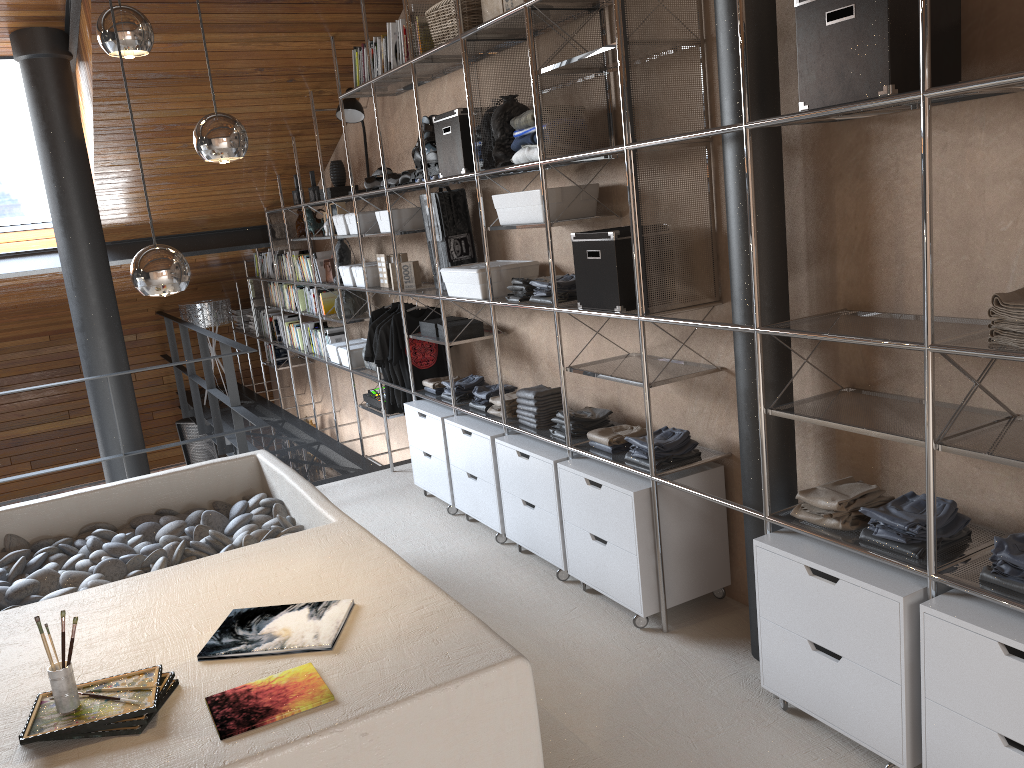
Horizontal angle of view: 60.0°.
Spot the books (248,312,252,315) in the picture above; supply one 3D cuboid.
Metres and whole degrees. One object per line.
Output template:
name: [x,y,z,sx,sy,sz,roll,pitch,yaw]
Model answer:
books: [-2.543,-0.728,8.972,0.231,0.012,0.159,-11,12,-22]

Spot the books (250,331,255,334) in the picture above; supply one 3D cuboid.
books: [-2.525,-0.543,9.011,0.234,0.016,0.182,-12,13,-27]

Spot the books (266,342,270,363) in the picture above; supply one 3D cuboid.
books: [-2.279,-0.330,8.564,0.161,0.223,0.017,-12,13,-27]

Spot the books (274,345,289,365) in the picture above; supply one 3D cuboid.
books: [-2.163,-0.280,8.336,0.138,0.191,0.049,-12,13,-27]

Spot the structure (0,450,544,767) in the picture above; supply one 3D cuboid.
structure: [-2.569,0.927,2.196,4.614,1.120,2.634,-12,13,-27]

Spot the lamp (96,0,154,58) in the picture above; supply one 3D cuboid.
lamp: [-1.115,-1.486,2.317,0.146,1.204,0.146,-6,11,3]

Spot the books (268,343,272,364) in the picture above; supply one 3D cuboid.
books: [-2.260,-0.302,8.478,0.111,0.198,0.008,-12,13,-27]

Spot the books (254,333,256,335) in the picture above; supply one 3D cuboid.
books: [-2.401,-0.503,8.750,0.252,0.016,0.182,-11,12,-21]

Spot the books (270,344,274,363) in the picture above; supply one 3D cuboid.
books: [-2.213,-0.309,8.443,0.155,0.215,0.055,-12,13,-27]

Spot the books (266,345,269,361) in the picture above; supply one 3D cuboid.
books: [-2.311,-0.306,8.591,0.119,0.171,0.014,-12,13,-27]

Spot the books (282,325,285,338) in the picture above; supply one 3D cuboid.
books: [-1.964,-0.448,7.865,0.119,0.171,0.044,-12,13,-27]

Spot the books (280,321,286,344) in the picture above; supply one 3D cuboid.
books: [-1.980,-0.465,7.884,0.127,0.200,0.046,-12,13,-27]

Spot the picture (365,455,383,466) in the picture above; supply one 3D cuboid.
picture: [-1.081,1.053,7.284,0.090,0.863,0.530,-12,13,-27]

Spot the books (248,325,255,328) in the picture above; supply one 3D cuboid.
books: [-2.522,-0.600,8.991,0.240,0.028,0.180,-15,14,-37]

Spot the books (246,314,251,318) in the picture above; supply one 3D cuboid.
books: [-2.533,-0.709,8.969,0.268,0.025,0.176,-12,13,-27]

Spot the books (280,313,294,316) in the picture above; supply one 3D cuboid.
books: [-2.033,-0.516,8.075,0.143,0.236,0.062,-12,13,-27]

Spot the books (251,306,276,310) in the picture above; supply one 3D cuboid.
books: [-2.421,-0.754,8.689,0.228,0.016,0.182,-12,13,-27]

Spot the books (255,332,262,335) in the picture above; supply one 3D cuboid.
books: [-2.391,-0.517,8.735,0.247,0.016,0.182,-12,13,-27]

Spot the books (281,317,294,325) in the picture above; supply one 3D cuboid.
books: [-1.938,-0.481,7.875,0.177,0.217,0.046,-12,13,-27]

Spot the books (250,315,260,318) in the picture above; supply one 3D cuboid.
books: [-2.411,-0.680,8.704,0.288,0.025,0.175,-11,12,-21]

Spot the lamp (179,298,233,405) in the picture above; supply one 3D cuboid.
lamp: [-2.947,-0.319,8.740,0.475,1.001,0.475,-7,11,-4]

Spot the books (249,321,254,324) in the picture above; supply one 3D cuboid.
books: [-2.513,-0.637,8.972,0.234,0.016,0.182,-15,14,-37]

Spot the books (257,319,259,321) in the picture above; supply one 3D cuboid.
books: [-2.395,-0.649,8.714,0.225,0.017,0.167,-12,13,-27]

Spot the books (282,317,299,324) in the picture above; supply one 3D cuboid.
books: [-1.934,-0.473,7.842,0.161,0.222,0.055,-12,13,-27]

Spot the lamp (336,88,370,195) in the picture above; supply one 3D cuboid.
lamp: [-0.986,-1.542,5.648,0.233,0.660,0.323,-1,13,25]

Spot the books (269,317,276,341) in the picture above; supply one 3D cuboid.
books: [-2.159,-0.517,8.189,0.137,0.215,0.014,-12,13,-27]

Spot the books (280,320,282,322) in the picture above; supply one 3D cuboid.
books: [-1.966,-0.482,7.914,0.171,0.218,0.047,-12,13,-27]

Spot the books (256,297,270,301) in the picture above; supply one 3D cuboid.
books: [-2.433,-0.837,8.702,0.228,0.016,0.182,-12,13,-27]

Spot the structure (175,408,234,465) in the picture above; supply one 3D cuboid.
structure: [-3.205,0.655,9.506,0.461,0.735,0.488,-2,12,22]

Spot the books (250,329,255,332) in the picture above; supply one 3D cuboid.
books: [-2.514,-0.558,8.997,0.234,0.016,0.182,-14,14,-32]

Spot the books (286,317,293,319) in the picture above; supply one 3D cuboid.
books: [-1.971,-0.483,7.922,0.164,0.217,0.048,-12,13,-27]

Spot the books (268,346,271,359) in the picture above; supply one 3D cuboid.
books: [-2.262,-0.320,8.489,0.122,0.230,0.017,-12,13,-27]

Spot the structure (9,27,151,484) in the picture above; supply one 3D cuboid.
structure: [-2.466,0.642,5.751,1.197,5.698,1.689,-12,13,-27]

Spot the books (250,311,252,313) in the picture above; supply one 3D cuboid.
books: [-2.529,-0.744,8.973,0.206,0.012,0.161,-12,13,-27]

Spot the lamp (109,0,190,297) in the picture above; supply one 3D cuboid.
lamp: [-1.002,-1.092,2.145,0.146,1.771,0.146,-7,11,-2]

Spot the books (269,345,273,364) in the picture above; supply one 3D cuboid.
books: [-2.252,-0.291,8.473,0.112,0.177,0.009,-12,13,-27]

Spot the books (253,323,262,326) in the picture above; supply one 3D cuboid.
books: [-2.403,-0.601,8.720,0.258,0.028,0.180,-11,12,-21]

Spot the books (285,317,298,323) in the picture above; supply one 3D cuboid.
books: [-1.918,-0.463,7.768,0.122,0.229,0.057,-12,13,-27]

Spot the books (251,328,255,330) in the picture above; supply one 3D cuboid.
books: [-2.517,-0.577,8.998,0.222,0.021,0.174,-12,13,-27]

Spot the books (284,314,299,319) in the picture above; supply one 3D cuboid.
books: [-1.966,-0.503,7.982,0.148,0.232,0.053,-12,13,-27]

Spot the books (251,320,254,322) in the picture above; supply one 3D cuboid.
books: [-2.513,-0.657,8.985,0.213,0.017,0.167,-14,14,-32]

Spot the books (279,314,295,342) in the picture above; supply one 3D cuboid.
books: [-2.009,-0.502,7.999,0.148,0.232,0.053,-12,13,-27]

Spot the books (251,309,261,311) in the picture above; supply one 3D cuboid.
books: [-2.433,-0.737,8.700,0.208,0.017,0.167,-12,13,-27]

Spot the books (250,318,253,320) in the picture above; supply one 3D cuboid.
books: [-2.525,-0.671,8.987,0.206,0.012,0.161,-15,14,-37]

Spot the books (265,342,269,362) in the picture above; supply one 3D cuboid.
books: [-2.314,-0.323,8.601,0.127,0.201,0.011,-12,13,-27]

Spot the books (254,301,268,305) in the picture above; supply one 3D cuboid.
books: [-2.431,-0.800,8.696,0.216,0.021,0.174,-12,13,-27]

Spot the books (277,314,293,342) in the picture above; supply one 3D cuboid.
books: [-2.033,-0.508,8.041,0.148,0.232,0.053,-12,13,-27]

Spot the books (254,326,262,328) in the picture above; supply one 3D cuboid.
books: [-2.395,-0.582,8.727,0.258,0.016,0.181,-12,13,-25]

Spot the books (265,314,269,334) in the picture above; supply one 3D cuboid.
books: [-2.247,-0.561,8.408,0.148,0.234,0.013,-12,13,-27]

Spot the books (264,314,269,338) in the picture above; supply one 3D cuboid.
books: [-2.258,-0.562,8.417,0.148,0.234,0.013,-12,13,-27]

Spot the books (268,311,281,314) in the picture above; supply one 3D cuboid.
books: [-2.222,-0.562,8.381,0.146,0.240,0.023,-12,13,-27]

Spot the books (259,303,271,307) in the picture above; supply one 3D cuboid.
books: [-2.403,-0.779,8.696,0.234,0.028,0.180,-12,13,-27]

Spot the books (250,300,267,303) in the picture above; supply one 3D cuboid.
books: [-2.432,-0.819,8.693,0.228,0.016,0.182,-12,13,-27]

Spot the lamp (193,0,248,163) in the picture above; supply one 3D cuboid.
lamp: [-0.879,-1.334,2.325,0.146,1.474,0.146,-6,11,3]

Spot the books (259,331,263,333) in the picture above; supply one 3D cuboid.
books: [-2.394,-0.536,8.735,0.239,0.021,0.174,-11,12,-21]

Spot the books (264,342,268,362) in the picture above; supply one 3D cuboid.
books: [-2.326,-0.323,8.607,0.127,0.201,0.011,-12,13,-27]

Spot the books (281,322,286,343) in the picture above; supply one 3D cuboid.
books: [-1.968,-0.465,7.878,0.127,0.200,0.046,-12,13,-27]
